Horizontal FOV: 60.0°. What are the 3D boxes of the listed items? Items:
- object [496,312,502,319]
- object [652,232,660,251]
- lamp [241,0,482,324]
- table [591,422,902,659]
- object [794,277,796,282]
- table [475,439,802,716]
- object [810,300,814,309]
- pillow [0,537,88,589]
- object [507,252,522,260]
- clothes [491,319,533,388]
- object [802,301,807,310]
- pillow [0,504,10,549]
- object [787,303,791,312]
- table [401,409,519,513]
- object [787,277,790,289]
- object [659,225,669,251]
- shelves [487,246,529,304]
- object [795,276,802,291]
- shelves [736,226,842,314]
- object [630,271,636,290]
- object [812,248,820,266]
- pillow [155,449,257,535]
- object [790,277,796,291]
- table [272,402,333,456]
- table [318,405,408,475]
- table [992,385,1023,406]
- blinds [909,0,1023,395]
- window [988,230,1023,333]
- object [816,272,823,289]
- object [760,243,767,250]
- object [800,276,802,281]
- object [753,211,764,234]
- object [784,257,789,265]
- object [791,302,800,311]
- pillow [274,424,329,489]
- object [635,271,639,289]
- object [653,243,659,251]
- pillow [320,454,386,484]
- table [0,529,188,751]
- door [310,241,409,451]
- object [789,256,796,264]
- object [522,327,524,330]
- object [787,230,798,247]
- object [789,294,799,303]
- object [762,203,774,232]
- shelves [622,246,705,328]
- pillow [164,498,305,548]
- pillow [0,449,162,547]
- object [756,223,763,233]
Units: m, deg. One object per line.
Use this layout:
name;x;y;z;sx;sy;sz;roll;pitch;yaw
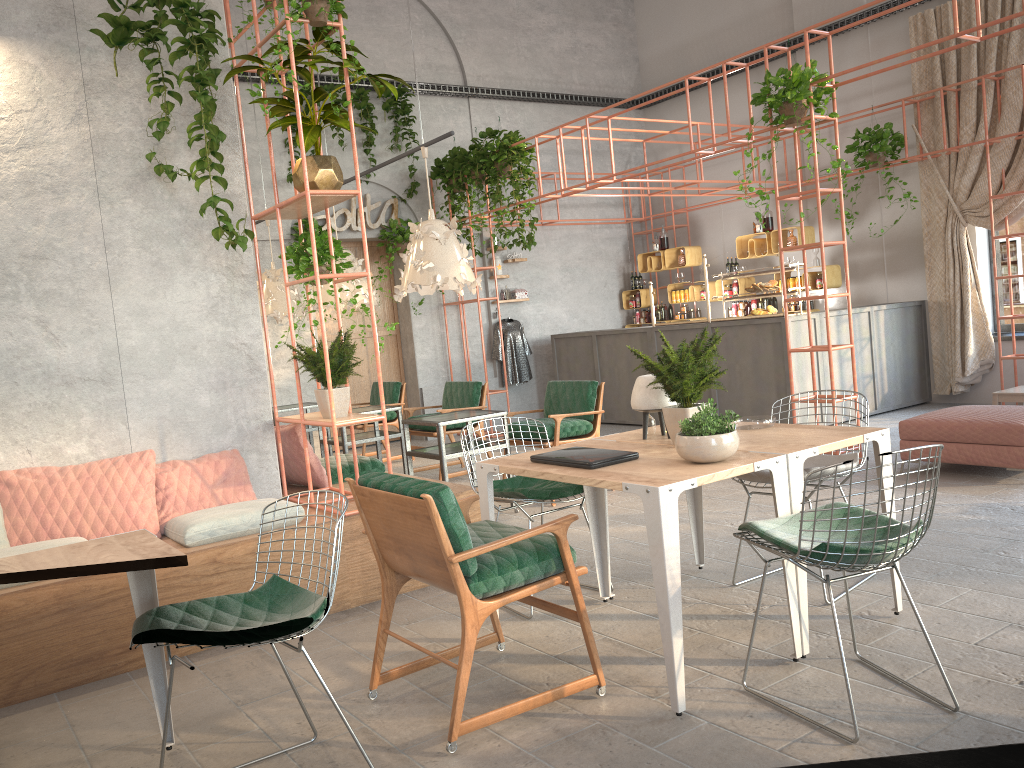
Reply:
object;-0.202;-0.988;12.541;0.093;0.121;0.049;-8;5;-32
object;2.176;-2.133;13.333;0.134;0.301;0.134;-2;5;44
lamp;-1.769;-2.667;8.146;0.704;4.052;4.456;-8;5;-34
table;1.061;0.644;4.187;0.694;0.830;1.214;-8;5;-34
object;3.621;-1.276;11.340;0.069;0.191;0.069;-5;4;4
table;0.492;0.729;3.793;0.694;0.830;1.205;-8;5;-34
object;3.795;-1.014;11.264;0.073;0.131;0.073;-9;5;-41
pillow;-2.341;0.865;4.238;0.637;0.149;0.491;-8;5;-33
object;0.029;-1.827;12.645;0.263;0.101;0.013;-8;5;-34
clothes;0.019;-0.438;12.615;0.366;0.997;0.625;-3;5;36
object;3.680;-0.997;11.179;0.073;0.131;0.073;-9;5;-41
pillow;-2.853;0.768;4.374;0.666;0.385;0.289;-9;5;-39
object;3.515;-0.978;11.320;0.115;0.107;0.115;-9;5;-37
table;-0.409;0.640;6.893;0.635;0.798;0.602;-8;5;-34
object;3.574;-1.276;11.409;0.069;0.191;0.069;-5;4;5
object;2.251;-2.171;13.152;0.134;0.386;0.134;-6;4;0
shelves;-0.042;-1.552;12.572;0.560;0.790;0.186;-8;5;-34
object;3.593;-1.257;11.114;0.069;0.191;0.069;-7;4;-17
shelves;3.455;-1.063;11.571;0.328;1.838;1.750;-8;5;-34
object;1.853;-1.588;13.614;0.066;0.291;0.066;-4;4;26
object;3.785;-1.597;11.038;0.075;0.273;0.075;-2;5;44
pillow;-1.803;0.612;5.093;0.666;0.385;0.289;-9;5;-39
object;3.542;-1.257;11.189;0.069;0.191;0.069;-6;4;1
table;-2.391;0.641;9.789;0.635;0.798;0.602;-8;5;-34
table;-1.400;0.641;8.341;0.635;0.798;0.602;-8;5;-34
table;4.597;0.269;7.454;0.520;0.455;0.916;-8;5;-34
blinds;6.122;-2.056;8.281;0.414;4.389;4.957;-8;5;-33
window;6.495;-3.348;8.397;0.089;5.538;4.127;-8;5;-34
object;3.801;-1.271;10.883;0.131;0.207;0.131;-5;4;11
object;3.293;-1.758;11.532;0.123;0.142;0.141;-8;5;-34
object;3.666;-1.276;11.274;0.069;0.191;0.069;-4;4;28
object;3.261;-2.134;11.749;0.134;0.301;0.134;-2;5;44
object;3.489;-1.525;11.264;0.083;0.159;0.083;-5;4;11
object;3.589;-0.978;11.212;0.115;0.107;0.115;-4;4;22
pillow;-1.555;0.478;6.003;0.276;0.474;0.839;-9;5;-44
object;1.916;-1.598;13.658;0.066;0.291;0.066;-8;4;-28
object;2.130;-2.023;13.106;0.088;0.123;0.088;-4;4;22
pillow;-1.251;0.611;6.342;0.491;0.149;0.637;-8;5;-33
table;-1.252;0.986;2.604;0.694;0.830;1.214;-8;5;-34
door;-2.245;-0.529;12.066;1.360;2.729;0.551;-8;5;-34
object;3.541;-1.525;11.189;0.083;0.159;0.083;-5;4;11
object;0.161;-0.787;12.798;0.033;0.146;0.070;-4;4;27
object;3.553;-1.824;11.250;0.137;0.261;0.137;-6;4;2
object;3.596;-1.089;11.294;0.115;0.107;0.115;-4;4;22
object;3.335;-2.171;11.568;0.134;0.386;0.134;-2;5;44
shelves;2.371;-1.063;13.155;0.328;1.838;1.750;-8;5;-34
pillow;-1.507;0.742;4.809;0.637;0.149;0.491;-8;5;-33
pillow;-2.323;0.642;4.711;0.839;0.474;0.276;-7;4;-14
object;3.214;-2.023;11.522;0.088;0.123;0.088;-4;4;22
